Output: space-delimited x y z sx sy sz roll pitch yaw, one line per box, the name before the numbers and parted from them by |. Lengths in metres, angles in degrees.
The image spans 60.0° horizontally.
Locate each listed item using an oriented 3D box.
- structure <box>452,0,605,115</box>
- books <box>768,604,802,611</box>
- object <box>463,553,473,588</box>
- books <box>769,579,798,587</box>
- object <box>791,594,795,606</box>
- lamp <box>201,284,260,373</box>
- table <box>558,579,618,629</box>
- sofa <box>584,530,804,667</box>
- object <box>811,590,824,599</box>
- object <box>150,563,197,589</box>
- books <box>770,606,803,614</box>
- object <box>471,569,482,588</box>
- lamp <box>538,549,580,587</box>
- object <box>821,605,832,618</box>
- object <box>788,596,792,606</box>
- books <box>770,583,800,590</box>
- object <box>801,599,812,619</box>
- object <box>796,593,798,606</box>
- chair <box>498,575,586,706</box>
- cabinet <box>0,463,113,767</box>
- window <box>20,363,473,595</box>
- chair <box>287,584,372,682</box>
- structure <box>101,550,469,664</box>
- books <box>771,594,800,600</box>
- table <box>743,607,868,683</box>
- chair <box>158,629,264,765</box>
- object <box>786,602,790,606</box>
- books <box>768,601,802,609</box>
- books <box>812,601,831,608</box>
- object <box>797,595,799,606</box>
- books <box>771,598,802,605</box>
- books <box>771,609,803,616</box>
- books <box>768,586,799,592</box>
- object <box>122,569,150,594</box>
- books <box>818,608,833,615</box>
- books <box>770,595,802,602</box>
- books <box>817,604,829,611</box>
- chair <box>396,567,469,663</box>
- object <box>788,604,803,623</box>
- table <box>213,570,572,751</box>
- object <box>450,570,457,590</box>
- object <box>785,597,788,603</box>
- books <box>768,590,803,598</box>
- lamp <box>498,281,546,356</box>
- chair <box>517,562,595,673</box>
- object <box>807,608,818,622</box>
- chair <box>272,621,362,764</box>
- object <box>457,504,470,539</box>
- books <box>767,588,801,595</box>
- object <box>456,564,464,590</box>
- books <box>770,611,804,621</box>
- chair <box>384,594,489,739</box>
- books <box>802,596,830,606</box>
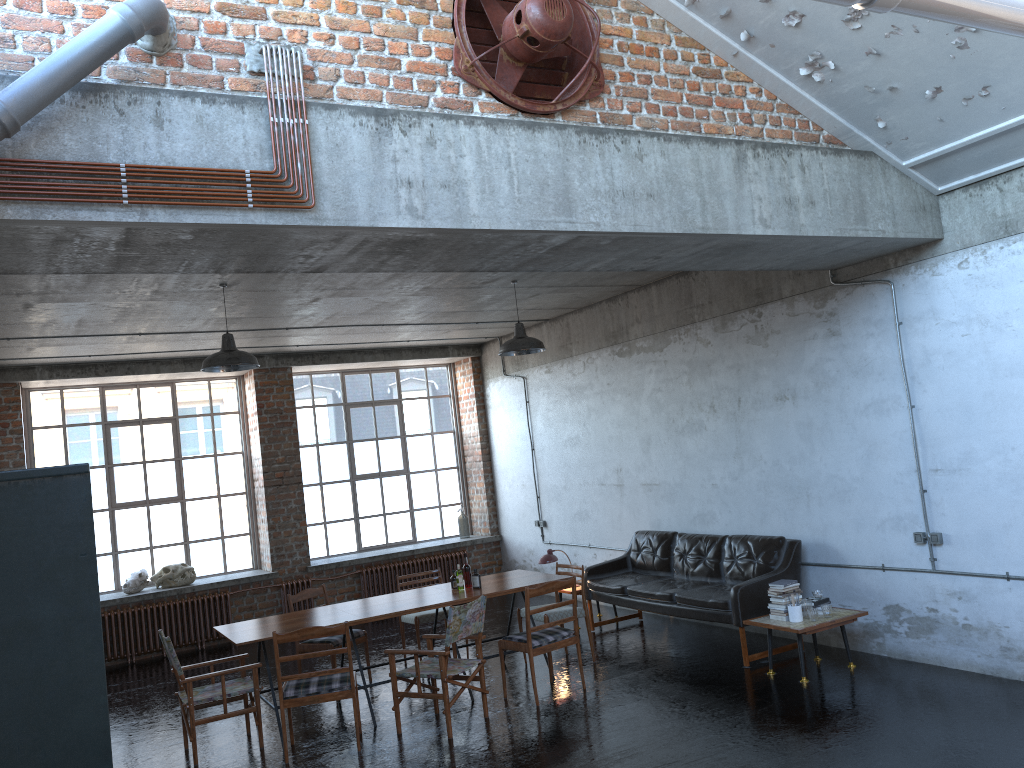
structure | 0.060 -2.184 5.515 1.058 1.096 0.808 -4 -5 -28
books | 2.377 1.920 7.673 0.255 0.014 0.192 -5 -5 -25
object | -0.432 1.785 8.494 0.075 0.324 0.075 -6 -4 -3
books | 2.350 1.727 7.692 0.201 0.024 0.159 -3 -5 -38
object | 2.391 1.890 7.516 0.023 0.204 0.037 -7 -4 11
lamp | -2.528 -0.576 7.844 0.502 0.891 0.502 -5 -5 -24
table | 0.903 2.629 10.651 0.811 0.458 0.649 -4 -5 -28
sofa | 1.788 2.116 9.223 0.929 1.045 2.610 -4 -5 -29
object | 2.674 1.842 7.750 0.103 0.068 0.103 -9 -5 34
object | -4.614 2.598 12.023 0.625 0.305 0.418 -9 -5 35
books | 2.377 1.937 7.654 0.249 0.023 0.175 -4 -5 -28
object | -0.339 1.840 8.391 0.097 0.180 0.051 -9 -5 33
lamp | 0.541 2.185 10.499 0.496 0.492 0.220 -3 -5 -36
object | 2.657 1.919 7.477 0.092 0.099 0.092 -10 -5 39
object | 2.369 1.883 7.513 0.009 0.167 0.061 -5 -4 -16
books | 2.361 1.747 7.685 0.205 0.020 0.155 -4 -5 -28
object | 2.505 1.911 7.516 0.087 0.155 0.087 -9 -5 34
object | 2.410 1.868 7.509 0.052 0.185 0.009 -4 -5 -27
chair | 0.244 2.243 7.816 0.573 1.028 0.509 -3 -5 -39
cabinet | -2.332 1.605 4.304 0.572 2.297 2.386 -4 -5 -28
window | 0.145 2.669 15.465 19.864 12.900 0.747 -4 -5 -28
chair | -1.808 2.551 8.834 0.509 1.028 0.573 -9 -5 26
structure | -2.972 3.081 12.418 5.349 0.713 0.232 -4 -5 -28
books | 2.371 1.832 7.678 0.205 0.022 0.155 -4 -5 -33
table | 2.536 2.219 7.590 0.811 0.458 0.649 -4 -5 -28
chair | -2.454 2.498 7.277 0.713 1.031 0.574 -4 -5 -28
object | 2.360 1.899 7.473 0.137 0.190 0.009 -5 -5 -25
books | 2.373 1.899 7.675 0.245 0.028 0.193 -4 -5 -33
books | 2.637 1.922 7.752 0.243 0.024 0.175 -4 -5 -32
object | 2.417 1.874 7.497 0.062 0.169 0.009 -4 -5 -29
books | 2.378 1.873 7.677 0.221 0.023 0.147 -4 -5 -29
books | 2.380 1.960 7.652 0.249 0.023 0.175 -4 -5 -33
books | 2.360 1.770 7.693 0.209 0.023 0.167 -4 -5 -35
object | -5.035 2.646 11.864 0.281 0.281 0.575 -6 -4 -2
books | 2.643 1.974 7.740 0.179 0.034 0.243 -2 -6 -45
books | 2.373 1.854 7.683 0.224 0.021 0.158 -4 -5 -28
books | 2.629 1.947 7.743 0.227 0.024 0.166 -10 -5 40
chair | -0.869 2.512 9.524 0.589 0.971 0.577 -4 -5 -29
object | 2.387 1.932 7.469 0.110 0.137 0.110 -4 -5 -28
table | -0.989 2.447 8.109 3.112 0.917 1.067 -4 -5 -28
object | -0.552 1.878 8.504 0.077 0.173 0.077 -3 -6 -43
object | 2.339 1.893 7.480 0.046 0.202 0.023 -7 -4 8
books | 2.364 1.812 7.678 0.244 0.019 0.174 -4 -5 -28
lamp | 0.056 -0.767 9.248 0.502 0.891 0.502 -5 -5 -24
chair | 0.437 2.314 8.856 0.577 0.971 0.589 -4 -5 -29
object | 2.515 1.930 7.400 0.092 0.099 0.092 -10 -5 39
chair | -1.521 2.384 6.988 0.573 1.028 0.509 -6 -4 -9
object | -0.784 2.199 14.237 0.172 0.551 0.172 -8 -4 15
books | 2.355 1.791 7.675 0.231 0.023 0.162 -6 -4 -13
object | -0.497 1.829 8.408 0.070 0.235 0.041 -4 -5 -29
books | 2.381 1.993 7.650 0.248 0.043 0.192 -4 -5 -28
chair | -0.575 2.280 7.222 0.713 1.031 0.574 -9 -5 31
books | 2.629 1.896 7.745 0.225 0.029 0.179 -3 -5 -36
